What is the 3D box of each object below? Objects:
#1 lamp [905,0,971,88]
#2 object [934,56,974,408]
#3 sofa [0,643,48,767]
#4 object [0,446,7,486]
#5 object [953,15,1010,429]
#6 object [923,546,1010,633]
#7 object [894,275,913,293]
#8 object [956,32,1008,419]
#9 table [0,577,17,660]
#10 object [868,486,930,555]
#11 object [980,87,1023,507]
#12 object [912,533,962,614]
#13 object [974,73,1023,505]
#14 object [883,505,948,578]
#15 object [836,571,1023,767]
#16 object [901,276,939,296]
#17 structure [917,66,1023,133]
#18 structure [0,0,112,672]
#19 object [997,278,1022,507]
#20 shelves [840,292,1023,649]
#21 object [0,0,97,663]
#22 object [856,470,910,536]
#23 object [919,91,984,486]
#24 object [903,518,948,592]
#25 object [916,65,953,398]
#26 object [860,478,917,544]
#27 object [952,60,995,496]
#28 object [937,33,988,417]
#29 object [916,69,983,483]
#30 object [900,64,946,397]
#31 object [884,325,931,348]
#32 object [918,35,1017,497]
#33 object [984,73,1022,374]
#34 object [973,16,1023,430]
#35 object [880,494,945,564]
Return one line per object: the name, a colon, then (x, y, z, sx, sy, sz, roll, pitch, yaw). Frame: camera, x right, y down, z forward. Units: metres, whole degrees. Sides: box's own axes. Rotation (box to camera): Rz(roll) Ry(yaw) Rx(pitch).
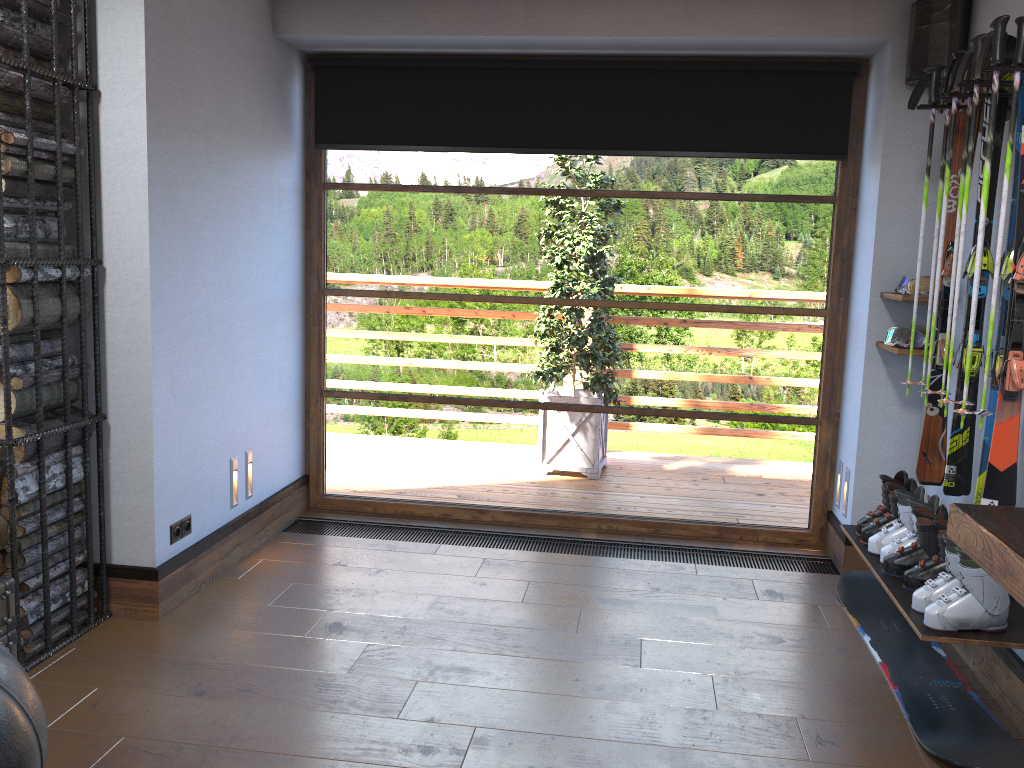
lamp: (1.800, -1.446, 3.747, 0.213, 0.349, 0.214, 3, 8, 8)
object: (1.572, -0.537, 3.164, 0.059, 1.247, 0.121, 1, 8, -10)
sofa: (-1.470, 0.911, 0.489, 1.236, 0.836, 2.578, 3, 8, 8)
object: (-1.777, 0.586, 2.852, 0.268, 0.793, 0.263, 1, 8, -9)
object: (1.429, -0.481, 2.749, 0.059, 1.247, 0.120, -2, 8, -25)
object: (1.394, 0.610, 2.706, 0.251, 0.270, 0.117, 2, 8, 2)
object: (1.773, -0.436, 3.902, 0.159, 0.083, 0.190, 3, 8, 7)
object: (1.537, -0.504, 2.934, 0.059, 1.247, 0.121, 1, 8, -10)
table: (-1.469, 0.796, 2.071, 0.404, 0.608, 0.419, 3, 8, 8)
object: (1.497, 0.516, 3.375, 0.250, 0.270, 0.117, 4, 8, 12)
object: (1.554, -0.309, 2.675, 0.115, 1.603, 0.096, 3, 8, 8)
object: (1.413, 0.593, 2.831, 0.251, 0.270, 0.117, 2, 8, 2)
object: (1.645, -0.354, 2.894, 0.111, 1.619, 0.073, 3, 8, 7)
object: (1.455, 0.550, 3.130, 0.249, 0.270, 0.118, 6, 9, 27)
object: (1.491, 1.002, 3.278, 0.307, 0.065, 1.632, 3, 8, 8)
object: (1.747, -0.411, 3.726, 0.189, 0.083, 0.160, 3, 8, 6)
structure: (1.629, -0.986, 2.970, 0.318, 0.134, 1.056, 3, 8, 8)
structure: (-1.792, -0.371, 3.049, 0.500, 2.612, 0.514, 3, 8, 8)
object: (1.580, -0.308, 2.771, 0.115, 1.603, 0.096, 3, 8, 8)
shelves: (1.242, 0.538, 0.790, 0.610, 0.986, 6.677, 3, 8, 9)
object: (-1.797, -0.366, 3.060, 0.492, 2.607, 0.469, 3, 8, 7)
object: (1.536, 0.483, 3.612, 0.252, 0.270, 0.116, 2, 8, -3)
object: (1.682, -0.400, 3.430, 0.115, 1.603, 0.096, 3, 8, 8)
object: (1.466, 0.571, 2.993, 0.249, 0.270, 0.118, 5, 8, 22)
object: (1.608, -0.569, 3.395, 0.059, 1.247, 0.121, 1, 8, -10)
object: (1.515, 0.499, 3.496, 0.250, 0.270, 0.117, 4, 8, 12)
object: (1.671, -0.397, 3.189, 0.111, 1.619, 0.073, 3, 8, 7)
object: (1.475, -0.510, 2.956, 0.060, 1.247, 0.120, -3, 9, -35)
object: (1.656, -0.402, 3.334, 0.115, 1.603, 0.096, 3, 8, 8)
object: (1.530, -0.568, 3.368, 0.121, 1.247, 0.059, 0, 8, -10)
object: (1.753, -0.208, 3.850, 0.186, 0.083, 0.356, 10, 11, 43)
object: (1.580, -0.392, 3.136, 0.254, 1.619, 0.104, 2, 8, 4)
object: (1.667, -0.364, 2.966, 0.111, 1.619, 0.073, 3, 8, 7)
object: (1.510, -0.468, 2.683, 0.059, 1.247, 0.120, -2, 9, -30)
object: (1.493, 0.534, 3.254, 0.250, 0.270, 0.117, 4, 8, 12)
